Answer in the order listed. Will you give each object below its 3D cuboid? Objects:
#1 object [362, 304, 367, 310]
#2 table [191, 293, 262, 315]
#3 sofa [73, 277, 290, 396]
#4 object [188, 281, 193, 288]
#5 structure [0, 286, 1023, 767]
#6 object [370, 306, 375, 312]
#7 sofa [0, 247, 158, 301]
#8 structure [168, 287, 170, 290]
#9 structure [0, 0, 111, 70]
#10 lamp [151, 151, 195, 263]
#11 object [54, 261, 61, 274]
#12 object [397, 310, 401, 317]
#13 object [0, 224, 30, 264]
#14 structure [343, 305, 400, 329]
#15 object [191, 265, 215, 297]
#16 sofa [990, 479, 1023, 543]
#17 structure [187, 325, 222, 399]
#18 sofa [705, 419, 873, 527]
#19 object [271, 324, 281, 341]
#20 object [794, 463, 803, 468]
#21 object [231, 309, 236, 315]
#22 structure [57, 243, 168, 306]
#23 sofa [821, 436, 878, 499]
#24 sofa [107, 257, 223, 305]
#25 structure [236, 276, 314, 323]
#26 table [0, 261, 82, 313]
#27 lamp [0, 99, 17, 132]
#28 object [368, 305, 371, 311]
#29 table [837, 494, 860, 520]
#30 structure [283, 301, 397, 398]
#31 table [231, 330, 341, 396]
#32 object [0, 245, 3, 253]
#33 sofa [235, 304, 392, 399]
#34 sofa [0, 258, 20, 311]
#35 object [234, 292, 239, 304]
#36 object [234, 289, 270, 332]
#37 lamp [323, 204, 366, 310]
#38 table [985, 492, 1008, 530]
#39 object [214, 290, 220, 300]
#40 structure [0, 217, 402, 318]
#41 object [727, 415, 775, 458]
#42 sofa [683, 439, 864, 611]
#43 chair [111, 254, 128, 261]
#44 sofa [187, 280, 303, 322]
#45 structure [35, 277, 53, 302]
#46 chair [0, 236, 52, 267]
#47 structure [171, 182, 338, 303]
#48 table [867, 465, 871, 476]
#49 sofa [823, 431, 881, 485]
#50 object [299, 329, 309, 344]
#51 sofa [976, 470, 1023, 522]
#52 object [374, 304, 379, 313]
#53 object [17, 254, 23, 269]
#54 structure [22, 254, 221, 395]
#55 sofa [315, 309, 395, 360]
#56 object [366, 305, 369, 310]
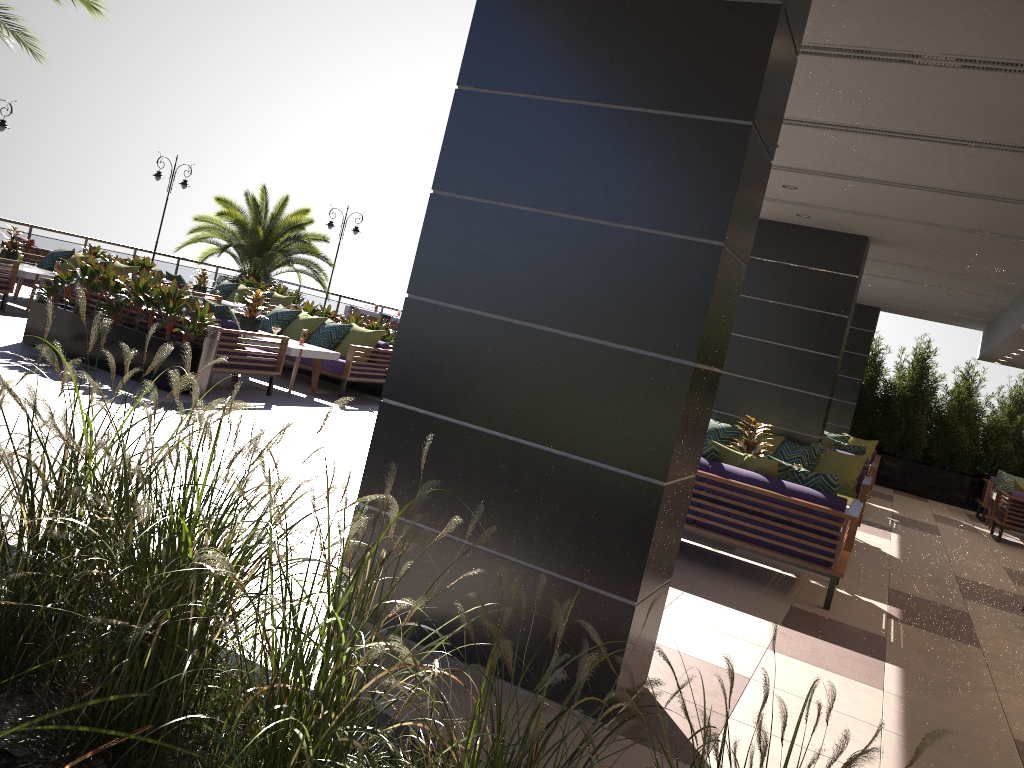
[{"bbox_3d":[-3.402,-1.728,20.362,0.105,0.209,0.105,14,1,-1],"label":"object"},{"bbox_3d":[-5.689,-1.329,16.023,2.048,0.553,0.938,15,3,24],"label":"table"},{"bbox_3d":[-3.642,-0.577,9.675,2.138,0.919,1.115,15,3,24],"label":"sofa"},{"bbox_3d":[-6.025,-1.834,16.555,0.105,0.197,0.106,13,1,-33],"label":"object"},{"bbox_3d":[3.424,0.220,6.394,7.860,3.119,24.628,15,4,23],"label":"structure"},{"bbox_3d":[-3.198,-1.672,20.272,0.105,0.209,0.105,14,1,-1],"label":"object"},{"bbox_3d":[-6.687,-1.587,13.604,2.138,0.919,1.115,15,3,24],"label":"sofa"},{"bbox_3d":[-5.394,-1.181,13.847,0.101,0.700,0.179,14,1,23],"label":"structure"},{"bbox_3d":[-6.211,-3.822,7.921,4.744,6.499,4.712,15,2,41],"label":"structure"},{"bbox_3d":[-8.012,-3.610,20.198,0.265,3.325,1.117,14,1,23],"label":"lamp"},{"bbox_3d":[-6.475,-1.660,12.603,0.066,0.189,0.085,13,1,-36],"label":"object"},{"bbox_3d":[-2.500,-1.545,19.580,0.068,0.181,0.069,13,1,-4],"label":"object"},{"bbox_3d":[-7.073,-1.971,12.511,0.427,0.526,0.428,12,2,-34],"label":"object"},{"bbox_3d":[-1.700,-1.010,19.468,4.425,1.328,0.801,15,2,24],"label":"structure"},{"bbox_3d":[-5.620,-1.865,15.993,0.422,0.526,0.433,12,2,-39],"label":"object"},{"bbox_3d":[8.030,2.039,12.477,2.138,0.919,1.115,15,3,24],"label":"sofa"},{"bbox_3d":[-2.938,-0.214,8.506,0.101,0.700,0.179,14,1,23],"label":"structure"},{"bbox_3d":[2.738,0.965,9.619,2.138,0.919,1.115,15,3,24],"label":"sofa"},{"bbox_3d":[-2.733,-0.595,10.221,0.105,0.197,0.106,13,1,-33],"label":"object"},{"bbox_3d":[2.689,0.846,8.370,0.066,0.189,0.085,13,1,-41],"label":"object"},{"bbox_3d":[-3.553,-0.855,11.225,0.068,0.181,0.069,13,1,-33],"label":"object"},{"bbox_3d":[-6.461,-1.612,14.319,2.259,1.171,0.712,15,2,20],"label":"structure"},{"bbox_3d":[4.023,1.067,12.573,2.138,0.919,1.115,15,3,24],"label":"sofa"},{"bbox_3d":[-6.114,-1.547,14.993,2.138,0.919,1.115,15,3,24],"label":"sofa"},{"bbox_3d":[-4.906,-1.484,17.839,2.264,1.171,0.734,15,2,25],"label":"structure"},{"bbox_3d":[-7.200,-1.449,12.548,2.048,0.553,0.937,15,3,24],"label":"table"},{"bbox_3d":[-9.834,-3.755,16.009,0.265,3.325,1.117,14,1,23],"label":"lamp"},{"bbox_3d":[-3.270,-1.697,20.370,0.105,0.209,0.105,14,1,-1],"label":"object"},{"bbox_3d":[2.096,1.093,8.256,2.048,0.553,0.937,15,3,24],"label":"table"},{"bbox_3d":[-2.422,-0.509,12.488,2.433,1.172,0.697,15,2,26],"label":"structure"},{"bbox_3d":[-3.235,-0.365,10.731,2.048,0.553,0.937,15,3,24],"label":"table"},{"bbox_3d":[-7.572,-1.962,13.076,0.105,0.197,0.106,13,1,-33],"label":"object"},{"bbox_3d":[-2.712,-0.501,11.782,2.138,0.919,1.115,15,3,24],"label":"sofa"},{"bbox_3d":[-7.609,-1.661,11.493,2.138,0.919,1.115,15,3,24],"label":"sofa"},{"bbox_3d":[-5.023,-1.569,16.123,0.069,0.211,0.068,14,1,12],"label":"object"},{"bbox_3d":[-3.118,-0.890,10.703,0.433,0.526,0.422,15,2,41],"label":"object"},{"bbox_3d":[-4.557,-2.946,22.588,1.128,3.325,0.262,14,1,24],"label":"lamp"},{"bbox_3d":[8.502,2.260,13.623,2.048,0.553,0.938,15,3,24],"label":"table"},{"bbox_3d":[-5.171,-1.551,15.513,0.066,0.189,0.085,13,1,-36],"label":"object"},{"bbox_3d":[-4.626,-1.135,13.188,12.989,1.058,17.432,15,4,23],"label":"structure"},{"bbox_3d":[2.219,0.569,8.243,0.433,0.526,0.422,15,2,36],"label":"object"},{"bbox_3d":[1.567,0.872,6.926,2.138,0.919,1.115,15,3,24],"label":"sofa"},{"bbox_3d":[-8.490,-2.328,18.686,0.718,0.815,0.711,14,2,24],"label":"chair"},{"bbox_3d":[-5.184,-1.471,17.100,2.138,0.919,1.115,15,3,24],"label":"sofa"},{"bbox_3d":[-5.043,-0.789,9.470,0.101,0.700,0.179,14,1,23],"label":"structure"},{"bbox_3d":[-9.250,-2.388,16.939,0.718,0.815,0.711,14,2,24],"label":"chair"},{"bbox_3d":[-6.075,-3.214,21.447,3.792,3.301,3.766,13,2,-9],"label":"structure"},{"bbox_3d":[4.495,1.283,13.773,2.048,0.553,0.938,15,3,24],"label":"table"},{"bbox_3d":[5.043,1.148,14.919,2.138,0.919,1.115,15,3,24],"label":"sofa"},{"bbox_3d":[-2.524,-0.576,10.721,0.066,0.189,0.085,13,1,-36],"label":"object"},{"bbox_3d":[9.050,2.120,14.823,2.138,0.919,1.115,15,3,24],"label":"sofa"},{"bbox_3d":[-3.035,-1.696,19.822,0.066,0.189,0.085,13,1,-41],"label":"object"},{"bbox_3d":[-6.657,-1.662,11.956,0.081,0.197,0.069,13,1,-25],"label":"object"},{"bbox_3d":[-3.953,-0.631,8.976,2.264,1.171,0.734,15,2,25],"label":"structure"},{"bbox_3d":[-2.139,-0.460,13.171,2.138,0.919,1.115,15,3,24],"label":"sofa"},{"bbox_3d":[-3.363,-1.726,20.470,0.105,0.209,0.105,14,1,-1],"label":"object"}]
